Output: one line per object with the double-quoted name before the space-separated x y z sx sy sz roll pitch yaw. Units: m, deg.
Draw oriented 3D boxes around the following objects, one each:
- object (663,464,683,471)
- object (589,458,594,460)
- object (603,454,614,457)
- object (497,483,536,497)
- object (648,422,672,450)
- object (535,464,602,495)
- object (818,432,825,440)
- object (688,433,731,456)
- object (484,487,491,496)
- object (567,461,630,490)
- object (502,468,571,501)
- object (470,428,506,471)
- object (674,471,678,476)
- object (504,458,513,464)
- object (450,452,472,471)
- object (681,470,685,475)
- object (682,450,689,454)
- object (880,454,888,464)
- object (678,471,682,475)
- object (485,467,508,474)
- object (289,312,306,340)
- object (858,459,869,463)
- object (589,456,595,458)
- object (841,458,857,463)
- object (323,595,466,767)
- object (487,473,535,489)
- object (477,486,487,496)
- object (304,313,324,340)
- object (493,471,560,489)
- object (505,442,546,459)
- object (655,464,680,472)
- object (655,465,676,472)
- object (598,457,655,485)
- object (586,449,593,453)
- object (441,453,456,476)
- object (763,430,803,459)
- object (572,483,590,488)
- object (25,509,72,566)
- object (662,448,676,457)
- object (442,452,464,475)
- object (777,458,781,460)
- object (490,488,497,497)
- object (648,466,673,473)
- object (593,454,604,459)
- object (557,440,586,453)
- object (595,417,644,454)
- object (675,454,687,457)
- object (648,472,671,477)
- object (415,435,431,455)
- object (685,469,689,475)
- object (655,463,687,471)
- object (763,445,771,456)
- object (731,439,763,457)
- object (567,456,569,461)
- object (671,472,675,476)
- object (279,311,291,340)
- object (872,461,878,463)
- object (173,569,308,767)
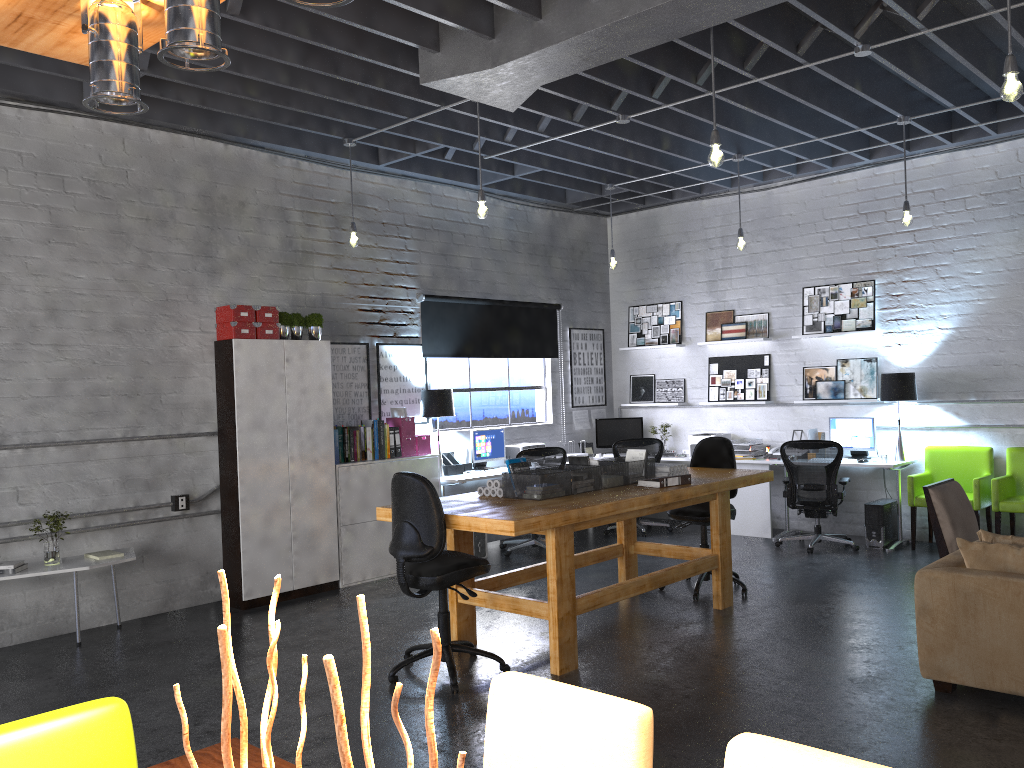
"object" 1.002 0.597 6.406 0.520 0.047 0.046 -2 0 43
"object" 0.875 0.827 9.774 0.058 0.020 0.071 -2 0 7
"object" 1.252 0.811 10.143 0.422 0.028 0.181 -2 0 3
"object" 0.141 0.668 5.727 0.058 0.057 0.635 -2 0 43
"object" 1.720 0.628 10.296 0.297 0.363 0.271 -2 0 -2
"object" 0.362 0.610 5.687 0.316 0.156 0.306 -2 0 43
"object" 3.079 0.623 8.965 0.087 0.259 0.236 -2 0 43
"object" 2.193 0.672 9.813 0.351 0.235 0.350 -2 0 43
"object" 0.058 0.672 5.804 0.058 0.057 0.635 -2 0 43
"object" 0.571 0.604 5.912 0.316 0.156 0.306 -2 0 43
"object" 0.152 0.617 5.462 0.316 0.156 0.306 -2 0 43
"object" -0.277 0.664 8.994 0.212 0.417 0.465 -2 0 43
"object" 0.956 0.638 6.356 0.520 0.047 0.047 -2 0 43
"object" -0.024 0.820 9.168 0.090 0.090 0.082 -2 0 -22
"object" -0.504 0.776 8.774 0.209 0.208 0.104 -2 0 43
"object" 1.019 0.636 6.424 0.520 0.047 0.047 -2 0 43
"object" 1.981 0.773 10.065 0.105 0.052 0.023 -2 0 43
"object" 3.437 0.693 8.206 0.069 0.083 0.090 -2 0 42
"object" 0.988 0.638 6.390 0.520 0.047 0.047 -2 0 43
"object" -0.097 0.851 8.785 0.181 0.028 0.422 -2 0 33
"object" -1.768 -0.467 7.239 0.169 0.240 0.171 -2 0 -8
"object" 3.309 0.723 8.358 0.114 0.036 0.058 -2 0 -32
"object" 0.895 0.828 10.038 0.030 0.020 0.138 -2 0 -41
"object" 3.095 0.735 8.563 0.422 0.028 0.181 -2 0 38
"object" -0.111 0.531 0.991 0.180 0.583 0.156 -2 1 43
"object" 0.078 0.621 5.784 0.057 0.057 0.635 -2 0 43
"object" 0.016 0.673 5.843 0.057 0.058 0.635 -2 0 43
"object" -1.633 -0.471 7.316 0.169 0.240 0.171 -2 0 42
"object" 0.119 0.620 5.745 0.057 0.057 0.635 -2 0 43
"object" 0.222 0.742 9.368 0.485 0.230 0.420 -2 0 43
"object" 0.971 0.598 6.373 0.520 0.047 0.046 -2 0 43
"object" 0.939 0.599 6.339 0.520 0.047 0.046 -2 0 43
"object" 0.781 0.598 6.138 0.316 0.156 0.306 -2 0 43
"object" 0.867 0.770 10.271 0.088 0.141 0.155 -2 0 -32
"object" -0.654 0.780 8.611 0.209 0.208 0.104 -2 0 43
"object" 2.861 0.622 9.176 0.405 0.280 0.399 -2 0 43
"object" 0.358 0.645 5.689 0.234 0.022 0.185 -2 0 36
"object" -3.064 1.026 5.910 0.271 0.363 0.297 -2 0 -12
"object" 1.698 0.768 9.962 0.279 0.081 0.411 -2 0 13
"object" -0.582 0.778 8.687 0.209 0.208 0.104 -2 0 43
"object" 2.690 0.758 8.944 0.017 0.016 0.076 -2 0 3
"object" 0.100 0.669 5.766 0.057 0.058 0.635 -2 0 43
"object" 0.902 0.600 6.298 0.520 0.047 0.046 -2 0 41
"object" 0.973 0.809 9.947 0.130 0.049 0.130 -2 0 -30
"object" 0.674 0.743 9.993 0.324 0.208 0.233 -2 0 43
"object" 1.266 0.613 10.475 0.560 0.427 0.147 -2 1 -10
"object" 1.859 0.791 9.760 0.103 0.021 0.131 -2 0 23
"object" 0.893 0.640 6.288 0.520 0.047 0.047 -2 0 43
"object" -0.885 0.566 8.236 0.214 0.177 0.161 -2 0 43
"object" 1.051 0.636 6.458 0.520 0.047 0.047 -2 0 43
"object" 1.034 0.596 6.441 0.520 0.047 0.046 -2 0 43
"object" 2.708 0.706 9.386 0.093 0.116 0.067 -2 0 43
"object" 2.519 0.686 9.504 0.229 0.180 0.316 -2 0 43
"object" 0.441 0.820 9.749 0.392 0.064 0.259 -2 0 43
"object" 0.925 0.640 6.322 0.520 0.047 0.047 -2 0 43
"object" -1.849 -0.465 7.112 0.171 0.240 0.169 -2 0 -18
"object" 3.425 0.732 8.363 0.046 0.009 0.121 -2 0 28
"object" -0.371 0.542 1.232 0.156 0.583 0.185 -2 1 43
